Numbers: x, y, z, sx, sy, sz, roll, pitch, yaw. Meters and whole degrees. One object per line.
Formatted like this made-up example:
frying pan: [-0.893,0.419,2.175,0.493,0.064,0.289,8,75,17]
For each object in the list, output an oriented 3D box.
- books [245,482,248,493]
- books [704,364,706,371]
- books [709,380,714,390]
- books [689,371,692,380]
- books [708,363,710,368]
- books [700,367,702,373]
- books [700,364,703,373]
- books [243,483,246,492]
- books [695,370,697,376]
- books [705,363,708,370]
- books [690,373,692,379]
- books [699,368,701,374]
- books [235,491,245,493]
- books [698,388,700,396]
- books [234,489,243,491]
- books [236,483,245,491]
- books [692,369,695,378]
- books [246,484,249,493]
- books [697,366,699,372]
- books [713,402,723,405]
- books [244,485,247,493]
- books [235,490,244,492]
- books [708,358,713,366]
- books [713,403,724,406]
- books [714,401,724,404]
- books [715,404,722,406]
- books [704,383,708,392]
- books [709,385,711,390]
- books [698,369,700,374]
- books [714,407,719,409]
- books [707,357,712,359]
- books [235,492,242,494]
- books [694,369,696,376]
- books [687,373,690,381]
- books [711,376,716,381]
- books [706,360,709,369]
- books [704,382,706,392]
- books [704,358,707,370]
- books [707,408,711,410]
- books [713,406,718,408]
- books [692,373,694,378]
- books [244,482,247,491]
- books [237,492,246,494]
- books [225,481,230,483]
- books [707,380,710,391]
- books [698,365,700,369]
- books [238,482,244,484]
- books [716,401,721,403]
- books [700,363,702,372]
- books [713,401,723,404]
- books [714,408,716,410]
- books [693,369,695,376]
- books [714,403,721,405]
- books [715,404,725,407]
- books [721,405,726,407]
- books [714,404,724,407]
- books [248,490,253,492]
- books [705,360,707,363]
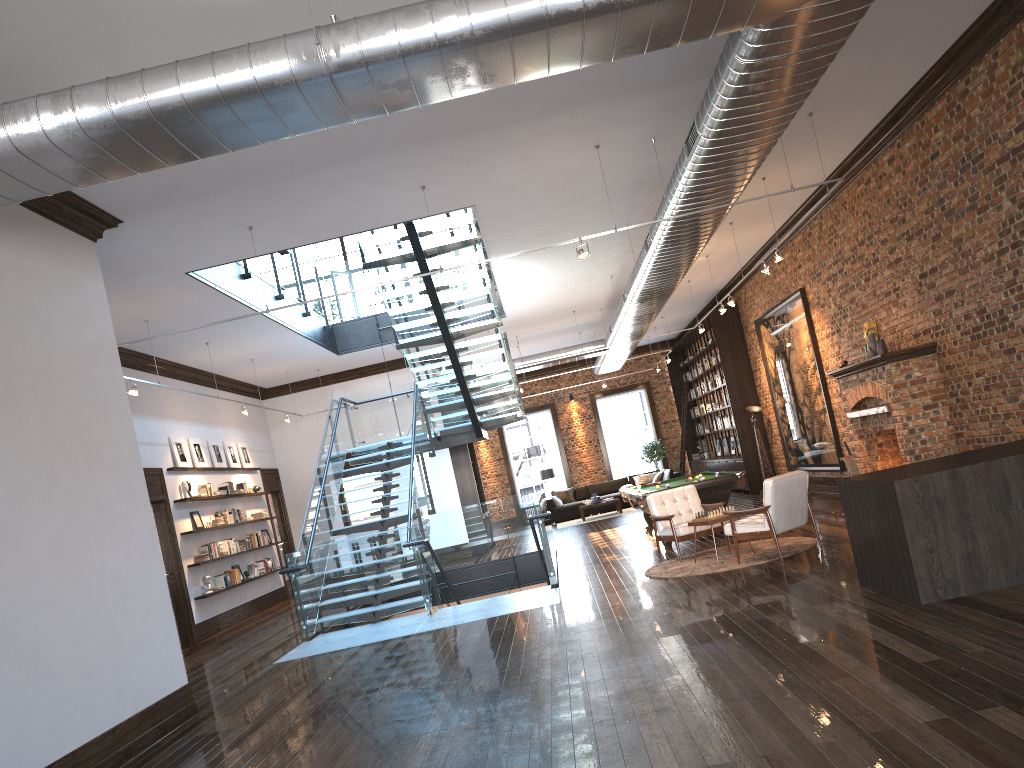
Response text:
books: [-4.970,1.932,16.377,0.156,0.210,0.015,-13,-1,2]
books: [5.024,-0.411,22.827,0.137,0.228,0.066,-12,-2,2]
books: [5.059,0.017,22.083,0.272,0.240,0.083,-13,-2,2]
books: [5.072,-0.235,24.831,0.190,0.279,0.017,-13,-1,2]
books: [4.950,-0.493,21.935,0.171,0.233,0.017,-13,-1,2]
books: [5.008,-0.376,23.114,0.172,0.225,0.030,-13,-1,2]
books: [5.002,-0.399,23.015,0.185,0.252,0.030,-13,-1,2]
books: [-4.969,1.929,16.268,0.142,0.192,0.013,-13,-1,2]
books: [5.051,-0.300,23.975,0.156,0.237,0.034,-13,-1,2]
books: [4.960,-0.445,22.253,0.193,0.202,0.027,-13,-1,2]
books: [5.083,-0.212,24.750,0.173,0.213,0.025,-13,-1,2]
books: [5.008,-0.347,23.269,0.187,0.200,0.030,-13,-1,2]
books: [-4.974,1.973,16.134,0.144,0.013,0.227,-13,-6,2]
books: [5.167,0.194,24.191,0.174,0.282,0.113,-12,-2,2]
books: [-4.983,1.936,16.149,0.116,0.021,0.193,-12,-6,-3]
books: [-4.974,1.926,16.256,0.135,0.199,0.011,-13,-1,2]
books: [5.062,-0.289,24.299,0.188,0.279,0.028,-13,-1,2]
books: [-4.964,1.946,16.392,0.159,0.183,0.014,-13,-1,2]
books: [5.023,-0.362,23.500,0.172,0.272,0.059,-13,-1,2]
books: [5.160,0.481,22.185,0.243,0.015,0.165,-13,-6,5]
books: [-4.961,1.943,16.280,0.162,0.164,0.013,-13,-1,2]
books: [-4.978,1.950,16.134,0.119,0.012,0.206,-13,-6,7]
books: [4.949,-0.509,21.887,0.191,0.254,0.062,-13,-1,2]
books: [5.167,0.512,22.183,0.283,0.010,0.170,-12,-6,1]
books: [5.158,0.471,22.174,0.295,0.004,0.145,-12,-6,0]
books: [5.169,0.522,22.163,0.199,0.015,0.134,-13,-6,2]
books: [5.104,0.094,22.972,0.191,0.248,0.024,-13,-1,2]
books: [5.097,0.059,22.475,0.190,0.216,0.031,-13,-1,2]
books: [5.034,-0.329,23.436,0.181,0.190,0.036,-13,-1,2]
books: [5.184,0.588,22.188,0.281,0.008,0.169,-12,-6,-2]
books: [4.959,-0.517,22.036,0.181,0.297,0.009,-13,-1,2]
books: [-4.984,1.987,16.127,0.115,0.011,0.241,-13,-6,2]
books: [5.059,-0.299,24.081,0.178,0.254,0.036,-13,-1,2]
books: [5.069,-0.197,25.044,0.235,0.251,0.028,-13,-1,2]
books: [5.075,-0.031,22.144,0.156,0.333,0.014,-12,-1,2]
books: [4.946,-0.487,22.011,0.191,0.239,0.008,-13,-1,2]
books: [5.117,0.082,23.142,0.175,0.302,0.067,-12,-1,2]
books: [4.967,-0.491,22.432,0.186,0.328,0.069,-12,-1,2]
books: [5.219,0.650,23.315,0.198,0.017,0.355,-13,-6,4]
books: [5.176,0.555,22.169,0.294,0.007,0.132,-13,-6,5]
books: [5.106,-0.216,24.682,0.136,0.202,0.086,-13,-2,2]
books: [-4.967,1.927,16.326,0.161,0.207,0.012,-13,-1,2]
books: [-4.959,1.993,16.131,0.163,0.011,0.231,-13,-6,2]
books: [-5.009,1.847,15.633,0.139,0.239,0.011,-12,-1,2]
books: [5.079,0.035,22.535,0.190,0.283,0.013,-13,-1,2]
books: [5.012,-0.375,23.332,0.192,0.266,0.016,-13,-1,2]
books: [-4.980,1.928,16.347,0.141,0.216,0.006,-13,-1,2]
books: [5.154,0.455,22.177,0.260,0.005,0.142,-13,-6,6]
books: [5.002,-0.412,23.069,0.176,0.288,0.030,-12,-1,2]
books: [5.157,0.464,22.187,0.285,0.012,0.160,-12,-6,-2]
books: [5.187,0.603,22.177,0.244,0.025,0.161,-12,-6,1]
books: [5.057,-0.296,24.204,0.183,0.274,0.013,-13,-1,2]
books: [5.164,0.499,22.191,0.196,0.019,0.173,-13,-6,7]
books: [5.175,0.549,22.182,0.293,0.008,0.159,-13,-6,5]
books: [5.148,0.536,21.571,0.161,0.009,0.255,-12,-6,1]
books: [5.173,0.538,22.178,0.236,0.014,0.166,-13,-6,2]
books: [-4.945,2.011,16.563,0.154,0.028,0.192,-12,-6,-3]
books: [4.961,-0.477,22.287,0.180,0.270,0.011,-13,-1,2]
